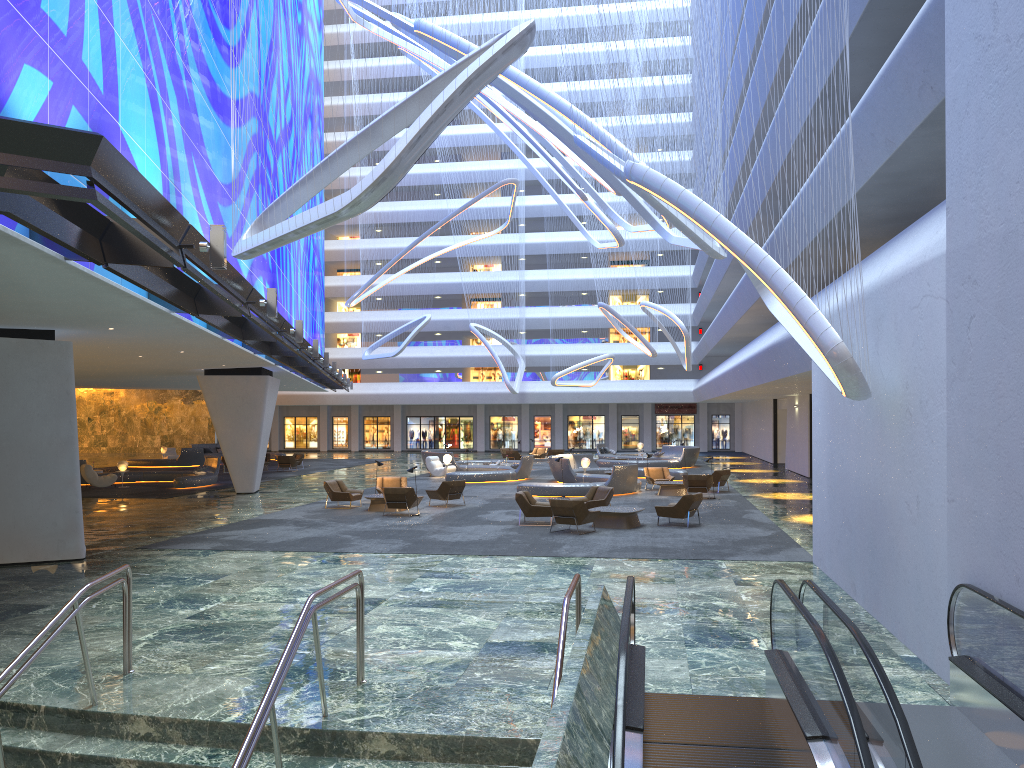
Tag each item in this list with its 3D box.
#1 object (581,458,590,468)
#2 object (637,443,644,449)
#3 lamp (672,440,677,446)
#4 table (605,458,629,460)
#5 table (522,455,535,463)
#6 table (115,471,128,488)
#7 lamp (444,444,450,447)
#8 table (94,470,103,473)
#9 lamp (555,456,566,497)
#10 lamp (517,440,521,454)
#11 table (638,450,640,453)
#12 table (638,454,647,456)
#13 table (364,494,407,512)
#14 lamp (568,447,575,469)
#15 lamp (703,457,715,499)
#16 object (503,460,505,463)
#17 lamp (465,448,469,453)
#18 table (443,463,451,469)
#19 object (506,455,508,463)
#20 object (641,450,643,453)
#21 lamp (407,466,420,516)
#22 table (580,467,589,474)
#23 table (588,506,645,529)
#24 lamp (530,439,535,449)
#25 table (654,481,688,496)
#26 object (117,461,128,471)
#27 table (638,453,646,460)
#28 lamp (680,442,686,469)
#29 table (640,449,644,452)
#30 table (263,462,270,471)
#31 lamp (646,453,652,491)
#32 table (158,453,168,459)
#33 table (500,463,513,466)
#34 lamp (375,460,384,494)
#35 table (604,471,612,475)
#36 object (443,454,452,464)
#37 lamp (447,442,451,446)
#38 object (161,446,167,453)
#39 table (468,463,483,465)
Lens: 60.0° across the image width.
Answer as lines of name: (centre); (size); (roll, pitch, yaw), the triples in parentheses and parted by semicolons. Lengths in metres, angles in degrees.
object: (2.788, 2.978, 33.560); (0.367, 0.387, 0.318); (-1, -1, 16)
object: (7.584, 3.653, 52.341); (0.367, 0.387, 0.318); (0, -1, -9)
lamp: (8.604, 3.591, 46.758); (0.384, 1.300, 0.202); (0, 0, 8)
table: (5.387, 4.009, 45.532); (1.203, 0.392, 1.204); (-1, -2, 9)
table: (0.579, 4.152, 48.845); (1.203, 0.392, 1.203); (-2, -3, 44)
table: (-14.399, 3.519, 32.798); (0.427, 0.595, 0.418); (0, -1, 8)
lamp: (-3.087, 3.456, 41.647); (0.384, 1.300, 0.202); (0, 0, 2)
table: (-17.326, 3.797, 36.966); (0.671, 0.406, 0.674); (0, -2, -4)
lamp: (1.522, 2.939, 28.107); (0.384, 1.300, 0.202); (0, 0, 26)
lamp: (0.419, 3.641, 47.129); (0.202, 1.300, 0.384); (0, 0, -29)
table: (7.329, 4.089, 51.052); (0.418, 0.595, 0.428); (0, -1, -37)
table: (7.376, 4.150, 49.653); (0.671, 0.406, 0.674); (0, -2, 5)
table: (-3.411, 3.278, 24.470); (1.203, 0.392, 1.204); (-1, -2, 9)
lamp: (2.459, 3.235, 36.304); (0.384, 1.300, 0.202); (0, 0, 26)
lamp: (6.085, 2.890, 27.318); (0.384, 1.300, 0.202); (0, 0, 26)
object: (-0.382, 3.619, 41.340); (0.071, 0.118, 0.151); (0, -1, 19)
lamp: (-1.820, 3.256, 36.339); (0.202, 1.300, 0.384); (0, 0, -16)
table: (-2.717, 3.615, 36.874); (0.418, 0.595, 0.428); (0, -1, -17)
object: (-0.247, 3.503, 41.410); (0.066, 0.356, 0.076); (0, 0, -24)
object: (7.293, 3.822, 49.733); (0.131, 0.252, 0.103); (0, 0, -8)
lamp: (-2.554, 2.770, 22.976); (0.384, 1.300, 0.202); (0, 0, 26)
table: (2.745, 3.469, 33.536); (0.418, 0.595, 0.428); (0, -1, 8)
table: (2.431, 3.111, 20.638); (1.203, 0.392, 1.203); (-1, -2, 27)
lamp: (1.134, 3.763, 50.560); (0.384, 1.300, 0.202); (0, 0, -29)
table: (5.228, 3.398, 28.811); (1.203, 0.392, 1.204); (-1, -2, 8)
object: (-14.424, 3.029, 32.845); (0.318, 0.387, 0.367); (-1, -1, 16)
table: (6.796, 3.918, 46.311); (0.418, 0.595, 0.428); (0, -1, 5)
lamp: (8.262, 3.444, 42.714); (0.202, 1.300, 0.384); (0, 0, -32)
table: (7.555, 4.143, 52.300); (0.418, 0.595, 0.428); (0, -1, -17)
table: (-12.319, 3.989, 42.801); (1.203, 0.392, 1.203); (1, -2, -27)
lamp: (4.694, 3.014, 30.534); (0.202, 1.300, 0.384); (0, 0, 25)
table: (-19.285, 4.133, 48.967); (0.418, 0.595, 0.428); (0, -1, 8)
table: (-0.176, 3.878, 41.288); (0.673, 0.406, 0.671); (1, -2, -29)
lamp: (-3.945, 2.894, 26.192); (0.202, 1.300, 0.384); (0, 0, 25)
table: (4.168, 3.606, 34.367); (1.203, 0.392, 1.204); (-1, -2, 9)
object: (-2.687, 3.126, 36.915); (0.367, 0.387, 0.318); (0, -1, -9)
lamp: (-3.157, 3.545, 44.059); (0.202, 1.300, 0.384); (0, 0, -37)
object: (-19.241, 3.642, 48.992); (0.367, 0.387, 0.318); (-1, -1, 16)
table: (-1.692, 3.883, 41.244); (0.673, 0.406, 0.671); (-1, -2, 28)
